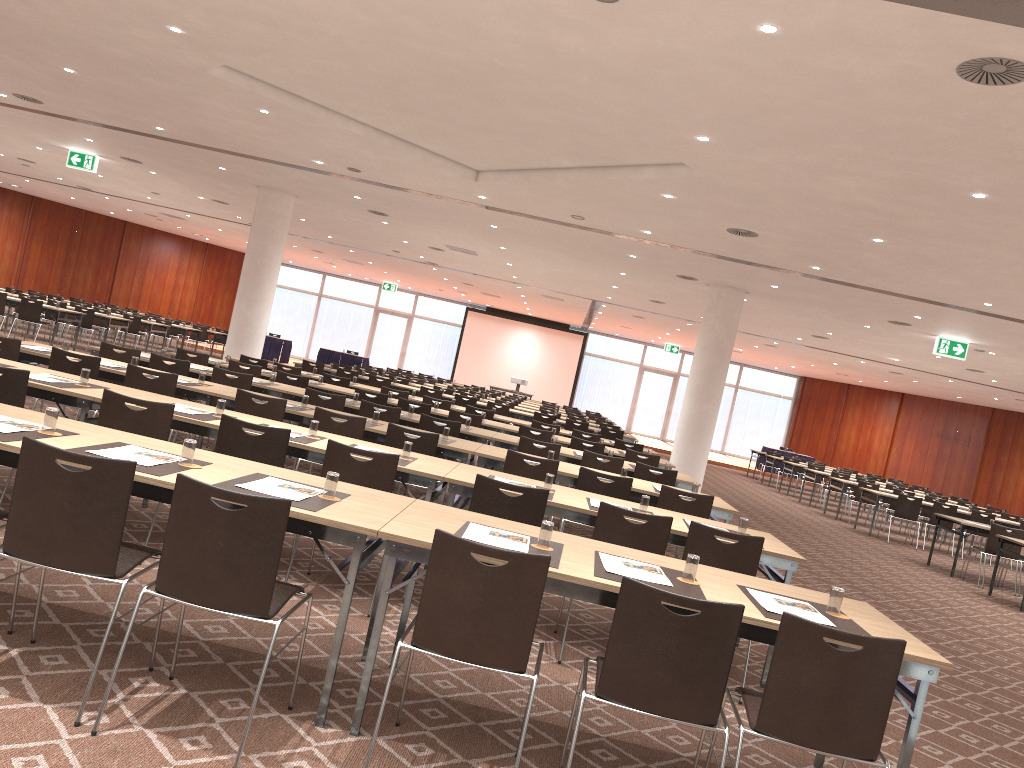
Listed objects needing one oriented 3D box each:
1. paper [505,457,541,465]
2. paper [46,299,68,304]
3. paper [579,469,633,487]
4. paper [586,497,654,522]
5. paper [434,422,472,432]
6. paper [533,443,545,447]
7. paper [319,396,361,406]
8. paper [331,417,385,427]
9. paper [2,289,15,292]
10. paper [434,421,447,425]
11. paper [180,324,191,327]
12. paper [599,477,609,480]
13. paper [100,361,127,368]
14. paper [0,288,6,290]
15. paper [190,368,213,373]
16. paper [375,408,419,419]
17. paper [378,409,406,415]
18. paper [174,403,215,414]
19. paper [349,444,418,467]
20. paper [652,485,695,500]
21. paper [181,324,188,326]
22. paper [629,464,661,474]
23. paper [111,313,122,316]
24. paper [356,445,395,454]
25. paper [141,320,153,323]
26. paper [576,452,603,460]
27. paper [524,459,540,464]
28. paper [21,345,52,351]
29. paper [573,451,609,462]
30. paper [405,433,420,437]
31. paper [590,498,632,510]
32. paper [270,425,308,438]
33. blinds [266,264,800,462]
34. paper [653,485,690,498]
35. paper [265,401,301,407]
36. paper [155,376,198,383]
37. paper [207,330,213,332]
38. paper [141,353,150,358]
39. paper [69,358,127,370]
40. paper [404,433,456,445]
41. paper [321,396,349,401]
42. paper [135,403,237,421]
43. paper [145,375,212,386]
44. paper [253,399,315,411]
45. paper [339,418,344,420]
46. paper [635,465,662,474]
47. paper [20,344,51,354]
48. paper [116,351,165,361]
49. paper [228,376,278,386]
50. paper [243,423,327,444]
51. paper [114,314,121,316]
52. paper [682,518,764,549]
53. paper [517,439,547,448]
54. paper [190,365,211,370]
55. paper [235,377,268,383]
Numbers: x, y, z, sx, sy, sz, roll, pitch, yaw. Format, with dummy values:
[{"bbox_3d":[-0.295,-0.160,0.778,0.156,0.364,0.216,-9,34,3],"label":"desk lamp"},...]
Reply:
[{"bbox_3d":[0.175,0.676,7.790,0.460,0.003,0.565,13,1,2],"label":"paper"},{"bbox_3d":[-11.324,-2.059,21.872,0.460,0.003,0.565,13,1,5],"label":"paper"},{"bbox_3d":[0.813,0.818,7.757,0.460,0.003,0.565,13,1,4],"label":"paper"},{"bbox_3d":[0.716,0.823,5.744,0.460,0.003,0.565,13,1,2],"label":"paper"},{"bbox_3d":[-0.684,0.459,9.834,0.460,0.003,0.565,13,1,2],"label":"paper"},{"bbox_3d":[0.227,0.657,9.847,0.283,0.006,0.398,13,1,2],"label":"paper"},{"bbox_3d":[-1.923,0.183,9.896,0.460,0.003,0.565,13,1,4],"label":"paper"},{"bbox_3d":[-1.419,0.321,7.887,0.460,0.003,0.565,13,1,5],"label":"paper"},{"bbox_3d":[-12.576,-2.338,21.936,0.460,0.003,0.565,13,1,4],"label":"paper"},{"bbox_3d":[-0.733,0.443,9.900,0.283,0.006,0.398,13,1,3],"label":"paper"},{"bbox_3d":[-9.515,-1.708,25.775,0.460,0.003,0.565,13,1,0],"label":"paper"},{"bbox_3d":[0.765,0.803,7.812,0.283,0.006,0.398,13,1,0],"label":"paper"},{"bbox_3d":[-3.660,-0.183,8.046,0.283,0.006,0.398,13,1,2],"label":"paper"},{"bbox_3d":[-12.646,-2.358,22.011,0.283,0.006,0.398,13,1,2],"label":"paper"},{"bbox_3d":[-3.518,-0.172,9.980,0.460,0.003,0.565,13,1,3],"label":"paper"},{"bbox_3d":[-1.299,0.322,9.840,0.460,0.003,0.565,13,1,4],"label":"paper"},{"bbox_3d":[-1.337,0.309,9.925,0.283,0.006,0.398,13,1,1],"label":"paper"},{"bbox_3d":[-2.204,0.167,5.981,0.283,0.006,0.398,13,1,4],"label":"paper"},{"bbox_3d":[-0.886,0.466,5.847,0.460,0.003,0.565,13,1,2],"label":"paper"},{"bbox_3d":[1.464,0.963,7.735,0.460,0.003,0.565,13,1,6],"label":"paper"},{"bbox_3d":[-9.581,-1.728,25.833,0.283,0.006,0.398,13,1,3],"label":"paper"},{"bbox_3d":[1.526,0.951,9.710,0.460,0.003,0.565,13,1,1],"label":"paper"},{"bbox_3d":[-9.784,-1.721,21.885,0.283,0.006,0.398,13,1,1],"label":"paper"},{"bbox_3d":[-0.924,0.452,5.914,0.283,0.006,0.398,13,1,3],"label":"paper"},{"bbox_3d":[-9.127,-1.570,21.764,0.460,0.003,0.565,13,1,3],"label":"paper"},{"bbox_3d":[0.855,0.797,9.813,0.283,0.006,0.398,13,1,0],"label":"paper"},{"bbox_3d":[0.115,0.658,7.860,0.283,0.006,0.398,13,1,4],"label":"paper"},{"bbox_3d":[-4.293,-0.323,8.072,0.283,0.006,0.398,13,1,5],"label":"paper"},{"bbox_3d":[0.903,0.812,9.753,0.460,0.003,0.565,13,1,2],"label":"paper"},{"bbox_3d":[-0.836,0.446,7.887,0.283,0.006,0.398,13,1,2],"label":"paper"},{"bbox_3d":[0.654,0.804,5.815,0.283,0.006,0.398,13,1,4],"label":"paper"},{"bbox_3d":[-1.535,0.316,5.941,0.283,0.006,0.398,13,1,4],"label":"paper"},{"bbox_3d":[0.350,-0.898,37.197,22.849,3.817,0.115,13,1,3],"label":"blinds"},{"bbox_3d":[1.403,0.945,7.792,0.283,0.006,0.398,13,1,0],"label":"paper"},{"bbox_3d":[-2.075,0.170,7.980,0.283,0.006,0.398,13,1,2],"label":"paper"},{"bbox_3d":[-3.031,-0.042,8.011,0.283,0.006,0.398,13,1,0],"label":"paper"},{"bbox_3d":[-8.905,-1.573,25.746,0.460,0.003,0.565,13,1,1],"label":"paper"},{"bbox_3d":[-4.176,-0.323,10.076,0.283,0.006,0.398,13,1,3],"label":"paper"},{"bbox_3d":[-3.622,-0.170,8.008,0.460,0.003,0.565,13,1,6],"label":"paper"},{"bbox_3d":[-0.756,0.469,7.847,0.460,0.003,0.565,13,1,5],"label":"paper"},{"bbox_3d":[-1.989,0.163,9.980,0.283,0.006,0.398,13,1,4],"label":"paper"},{"bbox_3d":[-2.149,0.185,5.894,0.460,0.003,0.565,13,1,3],"label":"paper"},{"bbox_3d":[-3.005,-0.032,7.951,0.460,0.003,0.565,13,1,4],"label":"paper"},{"bbox_3d":[-2.038,0.183,7.898,0.460,0.003,0.565,13,1,4],"label":"paper"},{"bbox_3d":[-1.465,0.306,7.934,0.283,0.006,0.398,13,1,2],"label":"paper"},{"bbox_3d":[1.508,0.942,9.804,0.283,0.006,0.398,13,1,4],"label":"paper"},{"bbox_3d":[-4.264,-0.312,7.991,0.460,0.003,0.565,13,1,2],"label":"paper"},{"bbox_3d":[-4.143,-0.311,10.003,0.460,0.003,0.565,13,1,3],"label":"paper"},{"bbox_3d":[-2.904,-0.036,9.945,0.460,0.003,0.565,13,1,3],"label":"paper"},{"bbox_3d":[-1.511,0.327,5.868,0.460,0.003,0.565,13,1,2],"label":"paper"},{"bbox_3d":[-9.763,-1.712,21.825,0.460,0.003,0.565,13,1,-1],"label":"paper"},{"bbox_3d":[1.354,0.964,5.737,0.460,0.003,0.565,13,1,6],"label":"paper"},{"bbox_3d":[0.293,0.676,9.793,0.460,0.003,0.565,13,1,3],"label":"paper"},{"bbox_3d":[-3.561,-0.186,10.041,0.283,0.006,0.398,13,1,2],"label":"paper"},{"bbox_3d":[-2.940,-0.048,9.992,0.283,0.006,0.398,13,1,4],"label":"paper"}]
